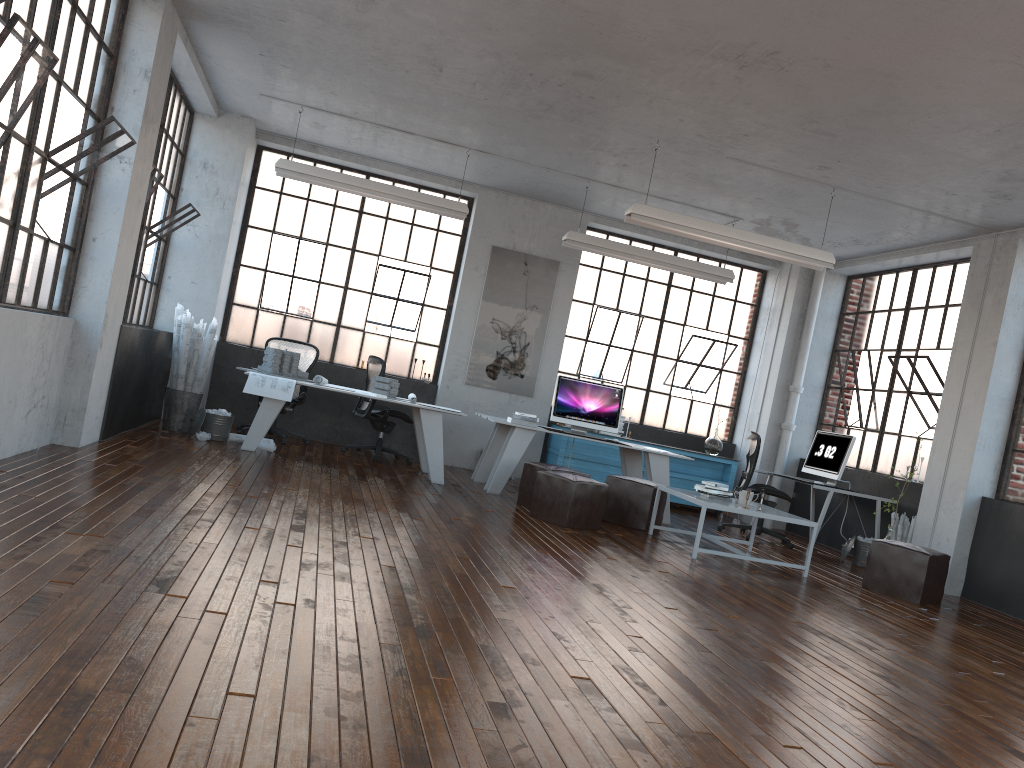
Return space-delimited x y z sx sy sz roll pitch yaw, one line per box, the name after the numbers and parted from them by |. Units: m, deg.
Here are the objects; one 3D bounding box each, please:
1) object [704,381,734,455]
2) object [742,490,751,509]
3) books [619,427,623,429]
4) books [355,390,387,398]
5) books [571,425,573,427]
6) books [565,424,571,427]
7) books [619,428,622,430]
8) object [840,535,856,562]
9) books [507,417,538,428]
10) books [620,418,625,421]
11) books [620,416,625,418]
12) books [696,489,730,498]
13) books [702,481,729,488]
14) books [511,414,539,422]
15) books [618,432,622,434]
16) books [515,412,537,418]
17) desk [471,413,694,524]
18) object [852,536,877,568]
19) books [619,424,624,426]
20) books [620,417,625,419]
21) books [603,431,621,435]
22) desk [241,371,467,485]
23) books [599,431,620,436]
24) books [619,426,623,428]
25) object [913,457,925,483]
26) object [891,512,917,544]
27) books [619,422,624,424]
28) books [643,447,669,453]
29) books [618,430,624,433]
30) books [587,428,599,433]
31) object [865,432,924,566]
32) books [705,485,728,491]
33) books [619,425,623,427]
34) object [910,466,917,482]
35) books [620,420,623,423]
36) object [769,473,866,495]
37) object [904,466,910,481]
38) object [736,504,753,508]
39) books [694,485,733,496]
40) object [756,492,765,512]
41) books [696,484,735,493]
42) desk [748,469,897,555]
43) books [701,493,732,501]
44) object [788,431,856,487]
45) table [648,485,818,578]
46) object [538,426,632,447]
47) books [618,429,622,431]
2.613 0.426 10.883 0.232 0.940 0.433 11 1 -30 | object
1.875 0.918 7.065 0.052 0.148 0.053 12 1 29 | object
1.209 0.510 10.772 0.256 0.013 0.160 11 -1 -12 | books
-1.335 0.097 8.420 0.235 0.024 0.200 11 -1 24 | books
0.739 0.397 10.673 0.053 0.241 0.172 11 0 -12 | books
0.697 0.389 10.675 0.032 0.239 0.172 11 0 -12 | books
1.178 0.519 10.791 0.289 0.016 0.182 11 -1 -12 | books
3.271 1.603 8.654 0.107 0.281 0.293 12 0 13 | object
0.103 0.375 8.714 0.272 0.050 0.200 11 -1 -12 | books
1.212 0.407 10.774 0.273 0.021 0.174 11 -1 -12 | books
1.214 0.372 10.761 0.289 0.016 0.182 11 -1 -12 | books
1.709 0.929 7.548 0.273 0.025 0.210 11 -1 8 | books
1.721 0.850 7.512 0.202 0.026 0.141 12 -1 -42 | books
0.130 0.333 8.693 0.257 0.044 0.193 11 -1 8 | books
1.175 0.571 10.767 0.285 0.012 0.159 11 -1 -12 | books
0.135 0.302 8.708 0.185 0.030 0.152 11 -1 -12 | books
0.645 0.868 9.139 2.079 0.704 1.074 11 0 -12 | desk
3.463 1.630 8.610 0.290 0.294 0.291 12 0 36 | object
1.211 0.470 10.781 0.263 0.017 0.167 11 -1 -12 | books
1.214 0.388 10.773 0.289 0.016 0.182 11 -1 -12 | books
1.145 0.569 10.550 0.251 0.012 0.202 11 -1 -11 | books
-1.579 0.413 8.646 2.059 0.697 1.063 11 0 -12 | desk
1.142 0.581 10.543 0.248 0.014 0.187 12 -1 -14 | books
1.188 0.493 10.775 0.285 0.012 0.159 11 -1 -12 | books
4.022 0.848 8.734 0.084 0.256 0.084 12 1 10 | object
3.733 1.517 8.456 0.292 0.628 0.275 12 1 30 | object
1.202 0.451 10.792 0.289 0.016 0.182 11 -1 -12 | books
1.451 0.665 8.933 0.205 0.019 0.244 11 -1 28 | books
1.180 0.552 10.778 0.331 0.025 0.175 11 -1 -12 | books
0.882 0.533 10.490 0.259 0.032 0.191 11 -1 -10 | books
3.319 1.049 7.655 0.329 1.340 0.619 12 1 25 | object
1.738 0.877 7.515 0.184 0.026 0.125 11 -1 18 | books
1.203 0.484 10.771 0.254 0.012 0.160 11 -1 -12 | books
3.996 0.896 8.822 0.065 0.160 0.066 12 1 19 | object
1.184 0.426 10.786 0.296 0.028 0.180 11 -1 -12 | books
3.166 1.040 9.259 0.688 0.008 0.847 11 -1 -11 | object
3.949 0.891 8.860 0.055 0.153 0.055 12 1 37 | object
1.897 0.997 7.243 0.137 0.003 0.137 11 -1 9 | object
1.715 0.907 7.546 0.272 0.031 0.200 12 -1 -37 | books
1.987 0.938 7.057 0.055 0.153 0.055 11 1 -35 | object
1.728 0.891 7.545 0.275 0.014 0.199 11 -1 -12 | books
3.172 1.384 9.279 0.934 0.688 1.225 11 0 -12 | desk
1.738 0.959 7.543 0.218 0.028 0.171 11 -1 -12 | books
3.225 0.763 9.253 0.377 0.553 0.713 11 0 -10 | object
1.814 1.211 7.412 0.992 0.445 0.971 11 0 -12 | table
0.719 0.526 8.969 0.849 0.008 0.686 11 -1 -11 | object
1.195 0.536 10.780 0.254 0.013 0.160 11 -1 -12 | books
